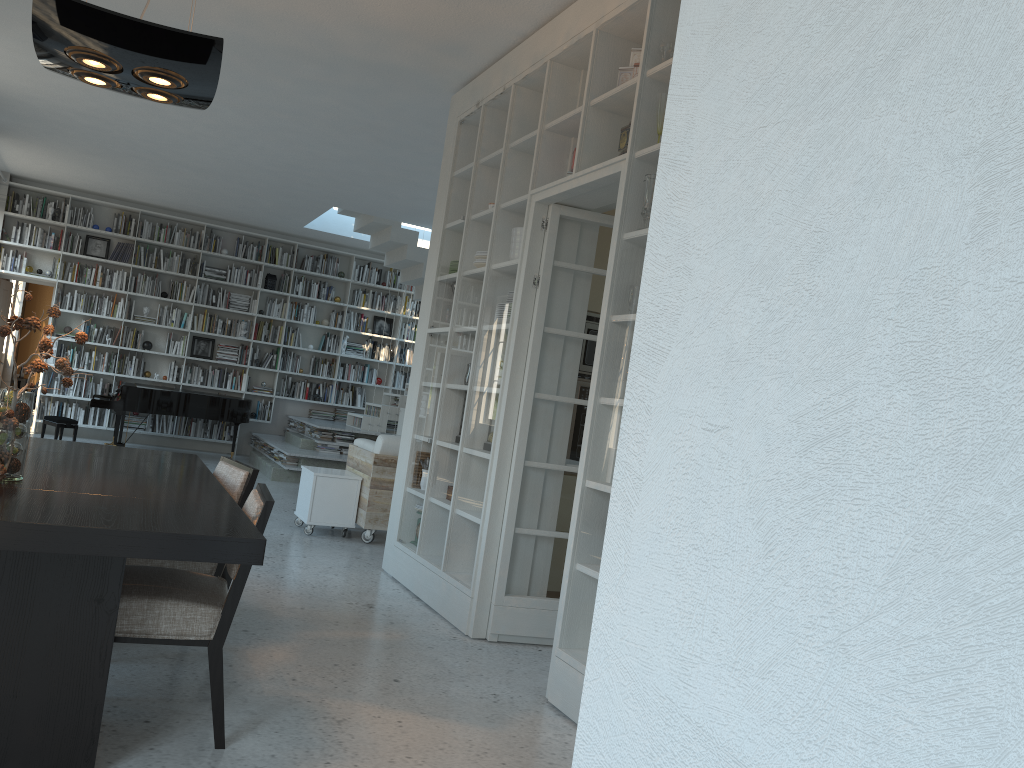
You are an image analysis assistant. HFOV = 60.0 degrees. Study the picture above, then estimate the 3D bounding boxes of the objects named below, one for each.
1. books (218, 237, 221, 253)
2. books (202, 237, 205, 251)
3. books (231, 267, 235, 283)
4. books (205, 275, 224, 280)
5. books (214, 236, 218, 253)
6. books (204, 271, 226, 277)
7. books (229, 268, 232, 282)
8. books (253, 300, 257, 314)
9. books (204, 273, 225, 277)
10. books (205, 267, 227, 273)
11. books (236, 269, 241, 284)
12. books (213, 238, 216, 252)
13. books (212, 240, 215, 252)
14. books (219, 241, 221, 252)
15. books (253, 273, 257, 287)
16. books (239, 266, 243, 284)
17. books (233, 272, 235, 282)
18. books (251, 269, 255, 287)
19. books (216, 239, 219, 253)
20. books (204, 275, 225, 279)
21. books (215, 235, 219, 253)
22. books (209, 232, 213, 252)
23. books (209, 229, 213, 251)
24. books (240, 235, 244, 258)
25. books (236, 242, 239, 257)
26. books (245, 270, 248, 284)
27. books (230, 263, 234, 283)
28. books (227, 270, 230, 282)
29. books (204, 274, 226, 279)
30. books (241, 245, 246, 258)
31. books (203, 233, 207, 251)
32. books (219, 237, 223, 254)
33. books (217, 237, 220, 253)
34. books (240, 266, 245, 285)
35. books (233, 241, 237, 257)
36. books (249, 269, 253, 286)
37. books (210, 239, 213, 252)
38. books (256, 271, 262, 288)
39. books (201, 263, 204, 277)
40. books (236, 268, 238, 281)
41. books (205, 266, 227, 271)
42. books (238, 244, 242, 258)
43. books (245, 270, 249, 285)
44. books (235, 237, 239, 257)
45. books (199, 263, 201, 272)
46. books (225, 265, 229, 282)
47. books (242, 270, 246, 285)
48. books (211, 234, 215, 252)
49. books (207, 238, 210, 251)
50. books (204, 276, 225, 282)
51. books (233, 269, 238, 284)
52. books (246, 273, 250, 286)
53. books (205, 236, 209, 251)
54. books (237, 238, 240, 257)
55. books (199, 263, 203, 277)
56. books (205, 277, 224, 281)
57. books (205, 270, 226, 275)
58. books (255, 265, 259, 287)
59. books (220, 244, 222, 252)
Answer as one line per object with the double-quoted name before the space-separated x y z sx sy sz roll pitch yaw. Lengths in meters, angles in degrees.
"books" -4.114 -1.930 12.434 0.013 0.249 0.148 9 -1 -24
"books" -4.301 -1.962 12.343 0.012 0.254 0.161 9 -1 -24
"books" -3.944 -1.525 12.508 0.021 0.237 0.171 9 -1 -24
"books" -4.166 -1.483 12.413 0.254 0.012 0.161 9 -2 -19
"books" -4.154 -1.935 12.409 0.014 0.248 0.139 9 -1 -24
"books" -4.157 -1.537 12.414 0.285 0.024 0.159 9 -2 -19
"books" -3.986 -1.524 12.517 0.024 0.223 0.128 9 -1 -24
"books" -3.681 -1.095 12.661 0.030 0.205 0.158 9 -1 -24
"books" -4.163 -1.520 12.420 0.285 0.012 0.159 9 -2 -26
"books" -4.153 -1.585 12.422 0.285 0.024 0.159 9 -2 -22
"books" -3.879 -1.505 12.539 0.028 0.219 0.183 9 -1 -24
"books" -4.169 -1.930 12.417 0.006 0.233 0.135 9 -1 -24
"books" -4.177 -1.913 12.392 0.023 0.195 0.172 9 -1 -24
"books" -4.105 -1.897 12.429 0.010 0.186 0.152 9 -1 -24
"books" -3.674 -1.464 12.626 0.029 0.202 0.191 9 -1 -24
"books" -3.857 -1.529 12.569 0.029 0.273 0.140 9 -1 -24
"books" -3.937 -1.507 12.525 0.011 0.204 0.133 9 -1 -24
"books" -3.701 -1.498 12.627 0.029 0.261 0.133 9 -1 -24
"books" -4.127 -1.917 12.410 0.016 0.219 0.144 9 -1 -24
"books" -4.166 -1.496 12.417 0.254 0.012 0.160 9 -2 -27
"books" -4.138 -1.941 12.408 0.013 0.264 0.147 9 -1 -24
"books" -4.205 -1.968 12.379 0.010 0.296 0.153 9 -1 -24
"books" -4.215 -1.992 12.379 0.014 0.341 0.145 9 -1 -24
"books" -3.827 -1.926 12.534 0.010 0.331 0.186 9 -1 -24
"books" -3.886 -1.902 12.530 0.011 0.267 0.129 9 -1 -24
"books" -3.784 -1.496 12.585 0.010 0.230 0.152 9 -1 -24
"books" -3.949 -1.550 12.488 0.011 0.284 0.190 9 -1 -24
"books" -3.999 -1.509 12.480 0.025 0.187 0.193 9 -2 -24
"books" -4.164 -1.508 12.418 0.285 0.012 0.159 9 -2 -27
"books" -3.811 -1.862 12.550 0.050 0.211 0.172 9 -1 -24
"books" -4.276 -1.958 12.333 0.026 0.253 0.185 9 -1 -24
"books" -4.088 -1.929 12.427 0.011 0.256 0.143 9 -1 -24
"books" -4.114 -1.933 12.413 0.005 0.255 0.168 9 -1 -24
"books" -3.826 -1.522 12.561 0.023 0.269 0.184 9 -1 -24
"books" -3.911 -1.895 12.520 0.012 0.245 0.151 9 -1 -24
"books" -3.723 -1.496 12.600 0.032 0.248 0.173 9 -1 -24
"books" -4.207 -1.922 12.394 0.011 0.205 0.145 9 -1 -24
"books" -3.599 -1.472 12.598 0.037 0.237 0.272 9 -2 -24
"books" -4.318 -1.575 12.345 0.013 0.218 0.141 9 -1 -24
"books" -3.899 -1.521 12.540 0.012 0.244 0.131 9 -1 -24
"books" -4.151 -1.610 12.427 0.285 0.024 0.159 9 -2 -24
"books" -3.863 -1.869 12.545 0.031 0.208 0.146 9 -1 -24
"books" -3.771 -1.494 12.584 0.012 0.230 0.158 9 -1 -24
"books" -3.889 -1.916 12.510 0.014 0.292 0.176 9 -1 -24
"books" -4.354 -1.599 12.336 0.012 0.254 0.161 9 -1 -24
"books" -4.012 -1.544 12.477 0.012 0.254 0.161 9 -1 -24
"books" -3.805 -1.496 12.562 0.023 0.223 0.190 9 -1 -24
"books" -4.182 -1.949 12.374 0.011 0.265 0.163 9 -1 -24
"books" -4.239 -1.922 12.358 0.026 0.194 0.166 9 -1 -24
"books" -4.169 -1.472 12.417 0.285 0.012 0.159 9 -2 -21
"books" -3.914 -1.510 12.520 0.027 0.216 0.190 9 -1 -24
"books" -3.755 -1.470 12.588 0.029 0.188 0.176 9 -1 -24
"books" -4.263 -1.943 12.359 0.023 0.228 0.157 9 -1 -24
"books" -3.871 -1.915 12.526 0.011 0.296 0.157 9 -1 -24
"books" -4.332 -1.569 12.325 0.027 0.201 0.167 9 -1 -24
"books" -4.170 -1.459 12.415 0.254 0.012 0.161 9 -2 -20
"books" -4.154 -1.561 12.417 0.254 0.025 0.160 9 -2 -28
"books" -3.649 -1.527 12.644 0.012 0.334 0.155 9 -1 -24
"books" -4.091 -1.919 12.448 0.004 0.235 0.137 9 -1 -24
